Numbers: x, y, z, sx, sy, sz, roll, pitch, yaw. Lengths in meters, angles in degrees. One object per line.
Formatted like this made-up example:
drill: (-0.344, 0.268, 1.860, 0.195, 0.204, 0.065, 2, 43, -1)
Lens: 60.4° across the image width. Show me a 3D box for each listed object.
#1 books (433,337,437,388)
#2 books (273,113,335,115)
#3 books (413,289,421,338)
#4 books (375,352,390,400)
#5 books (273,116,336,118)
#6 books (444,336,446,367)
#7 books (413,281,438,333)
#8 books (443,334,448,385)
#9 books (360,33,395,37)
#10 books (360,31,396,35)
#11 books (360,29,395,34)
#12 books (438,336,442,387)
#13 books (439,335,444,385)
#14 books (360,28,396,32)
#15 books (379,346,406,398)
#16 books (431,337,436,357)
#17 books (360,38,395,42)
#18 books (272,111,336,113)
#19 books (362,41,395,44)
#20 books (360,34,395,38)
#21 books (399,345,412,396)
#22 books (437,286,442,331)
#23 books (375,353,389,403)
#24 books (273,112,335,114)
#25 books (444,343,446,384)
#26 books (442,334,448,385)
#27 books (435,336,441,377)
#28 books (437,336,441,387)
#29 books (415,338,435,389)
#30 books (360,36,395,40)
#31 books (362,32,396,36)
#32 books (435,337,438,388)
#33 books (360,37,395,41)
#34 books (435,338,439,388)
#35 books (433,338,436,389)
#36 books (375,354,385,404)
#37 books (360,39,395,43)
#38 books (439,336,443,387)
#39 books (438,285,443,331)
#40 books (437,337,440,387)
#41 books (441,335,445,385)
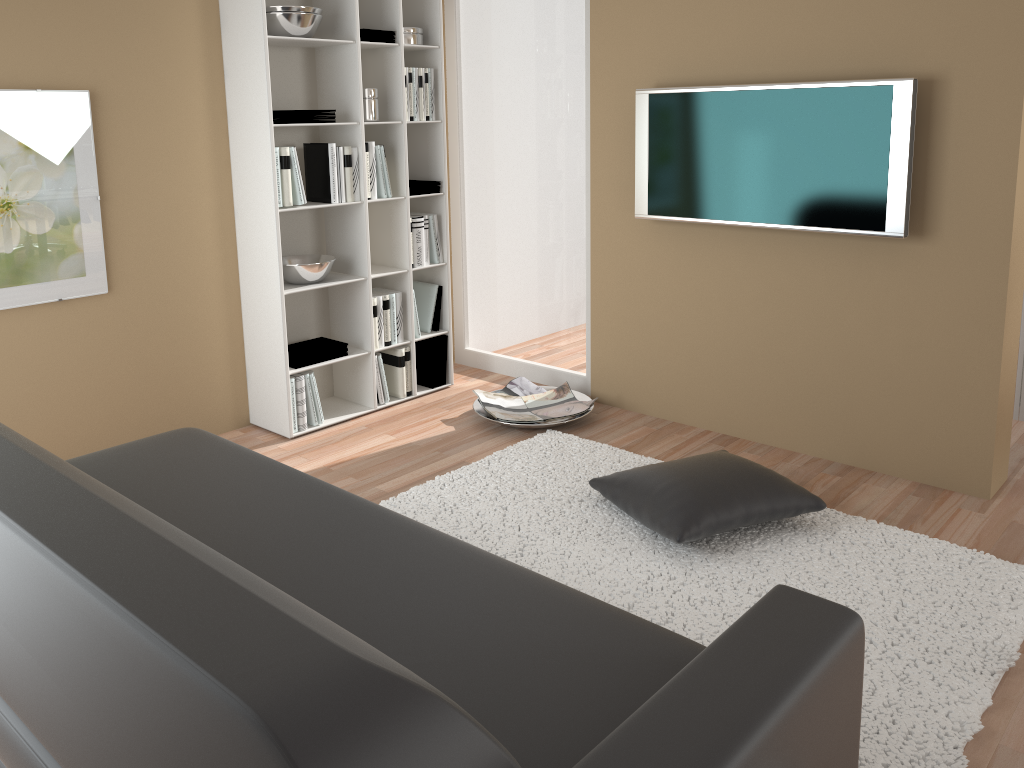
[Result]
books: (-0.482, -0.131, 4.719, 0.216, 0.264, 0.032, 11, 16, 42)
books: (-0.988, -1.223, 3.992, 0.212, 0.007, 0.302, 13, 22, 39)
books: (-0.566, -0.377, 4.577, 0.210, 0.254, 0.061, 11, 16, 41)
books: (-0.713, -0.052, 4.474, 0.210, 0.252, 0.059, 11, 16, 42)
books: (-0.985, -1.212, 3.992, 0.212, 0.006, 0.302, 13, 22, 39)
books: (-0.438, -0.143, 4.761, 0.213, 0.263, 0.032, 11, 16, 42)
books: (-0.488, -0.415, 4.711, 0.210, 0.240, 0.086, 11, 16, 42)
books: (-0.427, -0.147, 4.774, 0.213, 0.263, 0.032, 11, 16, 42)
books: (-0.745, -1.667, 4.232, 0.300, 0.006, 0.214, 12, 21, 37)
books: (-0.741, -1.679, 4.234, 0.300, 0.007, 0.214, 11, 21, 35)
books: (-0.742, -1.682, 4.228, 0.300, 0.007, 0.214, 11, 21, 35)
books: (-0.457, -0.136, 4.742, 0.213, 0.263, 0.032, 11, 16, 42)
books: (-0.449, -0.142, 4.755, 0.216, 0.264, 0.032, 11, 16, 42)
books: (-0.740, -1.688, 4.227, 0.300, 0.006, 0.214, 11, 21, 35)
books: (-0.628, -0.073, 4.542, 0.210, 0.253, 0.041, 11, 16, 42)
books: (-0.485, -0.130, 4.715, 0.216, 0.264, 0.032, 11, 16, 42)
books: (-0.743, -1.646, 4.237, 0.300, 0.006, 0.214, 11, 21, 35)
books: (-0.983, -1.233, 3.989, 0.212, 0.007, 0.302, 13, 22, 40)
books: (-0.744, -1.636, 4.239, 0.300, 0.007, 0.214, 11, 21, 35)
books: (-0.742, -1.662, 4.234, 0.300, 0.006, 0.214, 11, 21, 35)
books: (-0.604, -0.083, 4.575, 0.210, 0.253, 0.041, 11, 16, 42)
books: (-0.463, -0.421, 4.735, 0.221, 0.237, 0.043, 11, 16, 42)
books: (-0.713, -0.043, 4.452, 0.210, 0.252, 0.059, 11, 16, 42)
books: (-0.988, -1.228, 3.991, 0.212, 0.007, 0.302, 13, 22, 39)
books: (-0.435, -0.144, 4.765, 0.213, 0.263, 0.032, 11, 16, 42)
books: (-0.431, -0.148, 4.769, 0.221, 0.268, 0.032, 11, 16, 42)
books: (-0.464, -0.136, 4.733, 0.221, 0.268, 0.032, 11, 16, 42)
books: (-0.460, -0.135, 4.737, 0.213, 0.263, 0.032, 11, 16, 42)
books: (-0.490, -0.124, 4.705, 0.213, 0.263, 0.032, 11, 16, 42)
books: (-0.742, -1.657, 4.235, 0.300, 0.006, 0.214, 11, 21, 35)
books: (-0.741, -1.674, 4.235, 0.300, 0.007, 0.214, 11, 21, 35)
books: (-0.474, -0.131, 4.720, 0.219, 0.266, 0.032, 11, 16, 42)
books: (-0.745, -1.652, 4.238, 0.300, 0.006, 0.214, 11, 21, 34)
books: (-0.471, -0.131, 4.725, 0.213, 0.263, 0.032, 11, 16, 42)
books: (-0.485, -0.126, 4.708, 0.214, 0.263, 0.032, 11, 16, 42)
books: (-0.733, -0.040, 4.435, 0.210, 0.254, 0.061, 11, 16, 41)
books: (-0.743, -1.641, 4.239, 0.300, 0.006, 0.214, 11, 21, 35)
books: (-0.452, -0.137, 4.744, 0.214, 0.263, 0.032, 11, 16, 42)
books: (-0.457, -0.420, 4.741, 0.213, 0.233, 0.043, 11, 16, 42)
books: (-0.468, -0.132, 4.729, 0.213, 0.263, 0.032, 11, 16, 42)
books: (-0.441, -0.143, 4.756, 0.219, 0.266, 0.032, 11, 16, 42)
